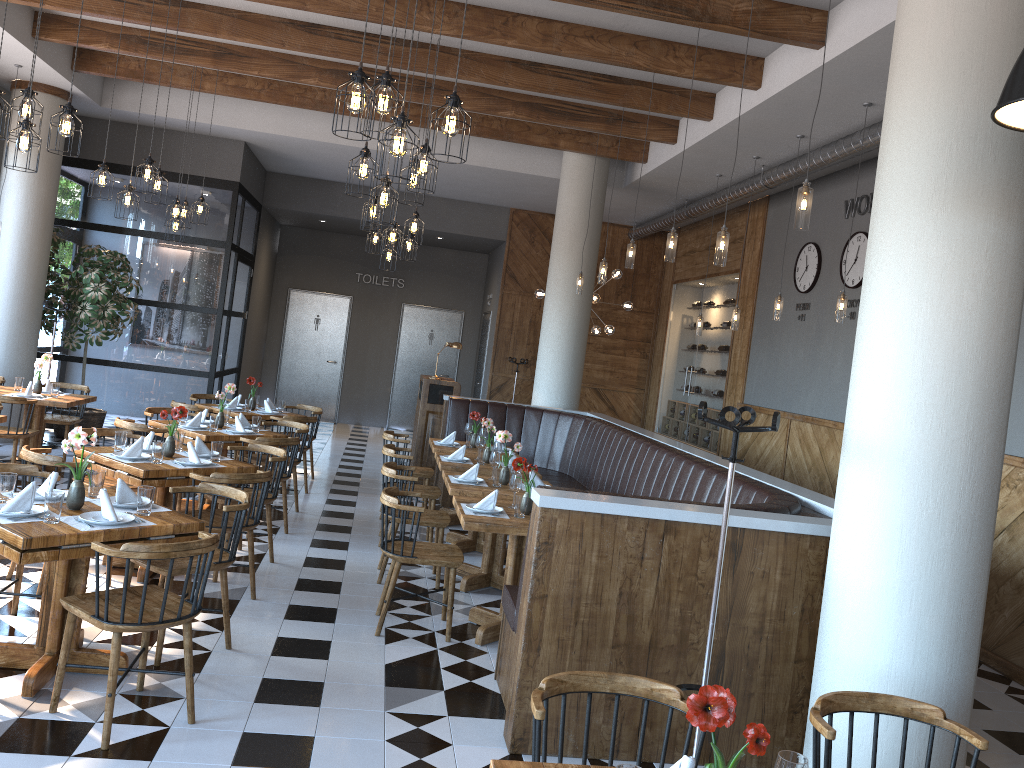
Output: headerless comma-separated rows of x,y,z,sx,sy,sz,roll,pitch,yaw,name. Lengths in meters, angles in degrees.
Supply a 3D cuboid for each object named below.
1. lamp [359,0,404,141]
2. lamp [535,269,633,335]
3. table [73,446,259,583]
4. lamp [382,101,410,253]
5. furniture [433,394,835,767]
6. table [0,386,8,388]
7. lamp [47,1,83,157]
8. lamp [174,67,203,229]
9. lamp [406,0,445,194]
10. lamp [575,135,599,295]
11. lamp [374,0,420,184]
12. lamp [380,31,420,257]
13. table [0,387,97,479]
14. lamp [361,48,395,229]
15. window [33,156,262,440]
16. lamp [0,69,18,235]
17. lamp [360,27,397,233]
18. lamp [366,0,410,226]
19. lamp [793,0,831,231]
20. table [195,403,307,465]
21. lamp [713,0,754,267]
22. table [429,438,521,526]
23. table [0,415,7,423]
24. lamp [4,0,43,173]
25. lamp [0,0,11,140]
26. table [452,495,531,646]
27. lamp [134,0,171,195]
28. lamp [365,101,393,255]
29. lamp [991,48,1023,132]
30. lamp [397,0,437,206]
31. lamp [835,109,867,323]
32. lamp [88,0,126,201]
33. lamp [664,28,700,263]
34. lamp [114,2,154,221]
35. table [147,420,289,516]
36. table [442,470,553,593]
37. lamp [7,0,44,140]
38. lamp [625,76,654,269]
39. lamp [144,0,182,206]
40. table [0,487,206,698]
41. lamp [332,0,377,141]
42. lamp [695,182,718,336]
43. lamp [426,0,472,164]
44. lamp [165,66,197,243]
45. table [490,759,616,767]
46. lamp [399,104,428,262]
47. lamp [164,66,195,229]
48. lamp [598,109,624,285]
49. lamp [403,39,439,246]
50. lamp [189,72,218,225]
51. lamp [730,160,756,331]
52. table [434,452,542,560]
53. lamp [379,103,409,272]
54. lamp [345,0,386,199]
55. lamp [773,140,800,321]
-0.498,-2.200,4.200,0.175,2.071,0.175,7,0,10,lamp
1.078,-1.568,12.665,1.189,2.192,1.158,8,0,43,lamp
-2.360,0.867,5.953,0.866,0.764,0.862,8,1,37,table
-1.239,-2.514,9.953,0.175,2.071,0.174,7,0,35,lamp
0.527,0.991,7.277,1.916,1.150,6.596,7,2,-8,furniture
-5.472,0.375,8.421,0.849,0.764,0.851,7,1,-8,table
-2.557,-2.405,5.310,0.175,2.071,0.175,7,0,-23,lamp
-3.463,-2.730,9.655,0.175,2.071,0.175,7,0,-7,lamp
-0.450,-2.248,5.620,0.174,2.071,0.175,7,0,-38,lamp
0.871,-1.983,9.975,0.078,1.964,0.078,7,0,24,lamp
-0.401,-1.947,4.005,0.175,2.071,0.175,7,0,10,lamp
-0.940,-2.161,7.808,0.174,2.071,0.175,7,0,-25,lamp
-4.631,0.478,8.542,0.849,0.764,0.851,7,1,-8,table
-1.124,-2.421,7.896,0.174,2.071,0.175,7,0,-25,lamp
-5.294,-1.147,12.674,2.725,3.549,2.188,7,0,-8,window
-5.295,-2.463,9.297,0.078,1.964,0.078,7,0,24,lamp
-1.096,-2.352,7.690,0.174,2.071,0.175,7,0,-36,lamp
-0.706,-2.049,5.657,0.174,2.071,0.175,7,0,-38,lamp
1.639,-1.784,4.651,0.078,1.964,0.078,7,0,-33,lamp
-2.885,0.659,9.655,0.866,0.764,0.862,8,1,37,table
1.470,-1.741,5.748,0.078,1.964,0.078,7,0,32,lamp
-0.426,1.007,8.791,0.849,0.764,0.851,7,1,-8,table
-4.328,0.598,6.408,0.849,0.764,0.851,7,1,-8,table
-2.791,-2.301,5.274,0.175,2.071,0.175,7,0,11,lamp
-2.982,-2.502,5.283,0.175,2.071,0.175,7,0,0,lamp
0.037,1.190,5.527,0.849,0.764,0.851,7,1,-8,table
-2.962,-2.640,7.477,0.175,2.071,0.175,7,0,-14,lamp
-1.405,-2.473,9.821,0.175,2.071,0.174,7,0,24,lamp
1.652,-1.660,2.436,0.389,1.865,0.391,7,0,-31,lamp
-0.536,-2.209,5.812,0.175,2.071,0.174,7,0,41,lamp
2.734,-1.461,7.062,0.078,1.964,0.078,7,0,-1,lamp
-3.349,-2.589,7.481,0.175,2.071,0.174,7,0,43,lamp
1.334,-1.914,6.811,0.078,1.964,0.078,7,0,11,lamp
-3.183,-2.440,7.603,0.175,2.071,0.175,7,0,-14,lamp
-2.621,0.764,7.794,0.866,0.764,0.862,8,1,37,table
-0.118,1.129,6.619,0.849,0.764,0.851,7,1,-8,table
-2.884,-2.553,5.471,0.175,2.071,0.175,7,0,11,lamp
1.175,-2.012,7.956,0.078,1.964,0.078,7,0,27,lamp
-2.963,-2.591,7.685,0.174,2.071,0.175,7,0,-25,lamp
-2.107,0.968,4.171,0.866,0.764,0.862,8,1,37,table
-0.593,-2.148,4.011,0.175,2.071,0.175,7,0,-1,lamp
2.272,-1.531,10.226,0.078,1.964,0.078,7,0,24,lamp
-0.169,-2.051,4.045,0.174,2.071,0.175,7,0,-24,lamp
-3.470,-2.547,9.440,0.175,2.071,0.175,7,0,4,lamp
0.376,1.375,1.817,0.849,0.764,0.851,7,1,-8,table
-1.008,-2.373,9.664,0.175,2.071,0.175,7,0,2,lamp
-3.394,-2.661,9.227,0.174,2.071,0.175,7,0,-29,lamp
1.026,-1.983,8.934,0.078,1.964,0.078,7,0,-22,lamp
-0.768,-2.277,7.965,0.175,2.071,0.174,7,0,32,lamp
-3.261,-2.758,9.586,0.175,2.071,0.175,7,0,4,lamp
2.426,-1.530,9.186,0.078,1.964,0.078,7,0,-22,lamp
-0.271,1.068,7.699,0.849,0.764,0.851,7,1,-8,table
-1.237,-2.272,9.723,0.175,2.071,0.174,7,0,35,lamp
-0.807,-2.187,5.470,0.175,2.071,0.175,7,0,19,lamp
2.576,-1.560,8.208,0.078,1.964,0.078,7,0,27,lamp
